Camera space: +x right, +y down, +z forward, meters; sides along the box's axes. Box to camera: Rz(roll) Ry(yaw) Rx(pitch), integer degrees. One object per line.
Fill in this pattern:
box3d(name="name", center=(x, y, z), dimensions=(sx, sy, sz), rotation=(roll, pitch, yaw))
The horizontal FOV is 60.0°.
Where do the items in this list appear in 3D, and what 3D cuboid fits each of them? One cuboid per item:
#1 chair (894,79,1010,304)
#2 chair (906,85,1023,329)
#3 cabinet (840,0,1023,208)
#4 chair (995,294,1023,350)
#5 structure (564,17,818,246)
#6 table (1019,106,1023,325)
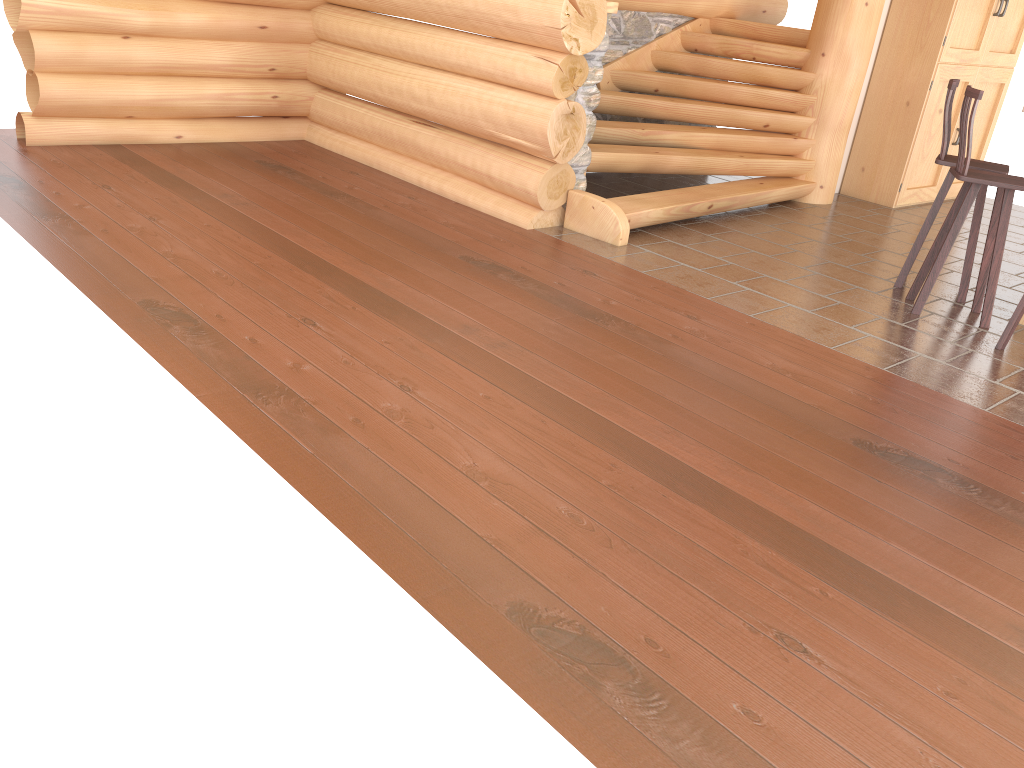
box3d(name="chair", center=(2.893, -1.245, 5.746), dimensions=(0.504, 1.319, 0.406), rotation=(19, 27, 23))
box3d(name="chair", center=(2.767, -1.045, 5.281), dimensions=(0.504, 1.319, 0.406), rotation=(13, 25, 13))
box3d(name="cabinet", center=(4.277, -3.046, 8.718), dimensions=(1.847, 2.403, 0.670), rotation=(-15, 33, -40))
box3d(name="chair", center=(3.073, -0.755, 4.740), dimensions=(0.504, 1.319, 0.406), rotation=(-9, 29, -31))
box3d(name="structure", center=(1.323, -2.457, 7.551), dimensions=(1.951, 1.643, 3.604), rotation=(26, 31, 35))
box3d(name="table", center=(4.393, -0.553, 4.744), dimensions=(1.196, 1.257, 3.220), rotation=(-15, 33, -40))
